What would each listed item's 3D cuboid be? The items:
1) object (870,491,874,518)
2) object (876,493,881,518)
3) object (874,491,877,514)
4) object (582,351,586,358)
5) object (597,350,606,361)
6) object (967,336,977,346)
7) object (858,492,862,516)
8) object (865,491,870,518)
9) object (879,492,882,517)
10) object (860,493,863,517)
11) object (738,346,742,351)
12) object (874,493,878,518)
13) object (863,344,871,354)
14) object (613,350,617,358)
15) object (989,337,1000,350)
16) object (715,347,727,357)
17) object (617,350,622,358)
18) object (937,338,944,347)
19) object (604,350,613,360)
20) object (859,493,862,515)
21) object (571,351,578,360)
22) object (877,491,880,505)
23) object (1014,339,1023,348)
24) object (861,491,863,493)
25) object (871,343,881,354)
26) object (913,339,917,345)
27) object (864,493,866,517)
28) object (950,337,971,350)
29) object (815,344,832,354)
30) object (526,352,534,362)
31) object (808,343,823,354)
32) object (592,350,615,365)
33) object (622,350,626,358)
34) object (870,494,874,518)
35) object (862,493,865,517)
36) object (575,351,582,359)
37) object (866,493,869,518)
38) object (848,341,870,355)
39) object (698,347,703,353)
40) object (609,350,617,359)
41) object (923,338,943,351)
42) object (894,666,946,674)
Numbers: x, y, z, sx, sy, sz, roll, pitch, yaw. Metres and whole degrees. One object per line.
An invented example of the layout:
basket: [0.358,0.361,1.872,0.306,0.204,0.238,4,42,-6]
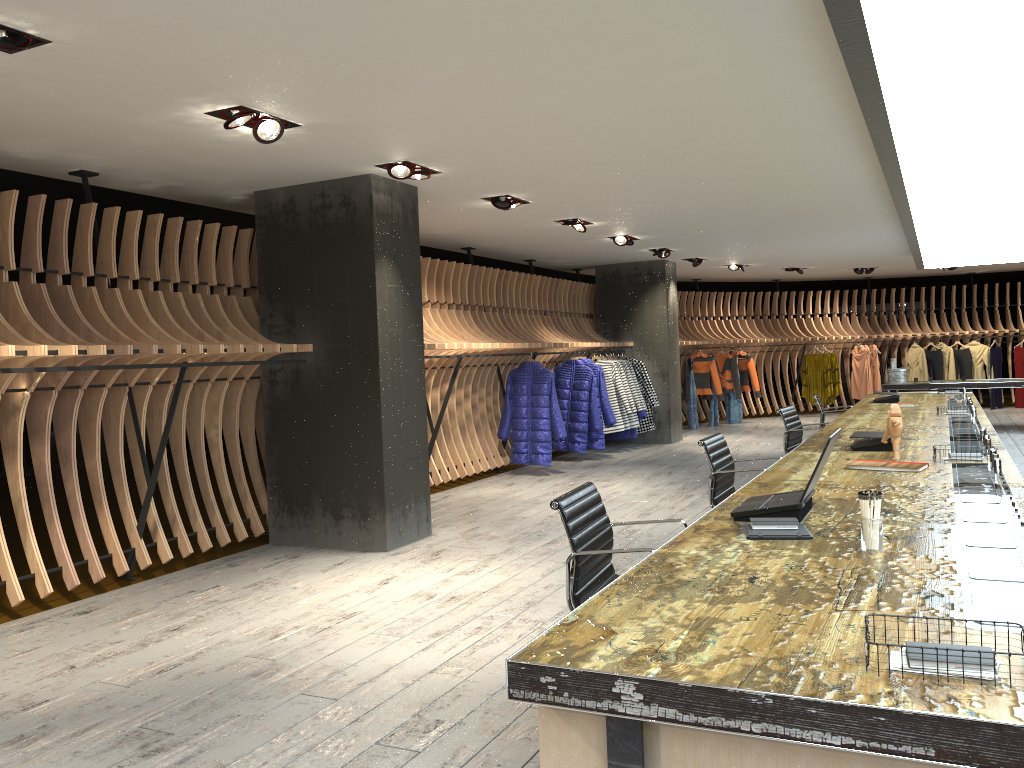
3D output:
object: [1.123,0.418,2.757,0.007,0.170,0.030,-2,1,3]
object: [1.121,0.419,2.722,0.030,0.170,0.007,-2,1,20]
object: [1.129,0.418,2.749,0.007,0.170,0.030,-2,1,29]
object: [0.960,-0.316,11.958,0.525,0.270,0.012,-2,1,26]
object: [1.290,-0.328,12.575,0.517,0.313,0.012,-2,1,26]
object: [9.167,-0.807,17.585,0.012,0.270,0.525,-3,1,-39]
object: [1.089,0.419,2.749,0.030,0.170,0.007,-2,1,-15]
object: [1.114,0.418,2.761,0.007,0.170,0.030,-3,1,-24]
object: [1.127,0.418,2.730,0.030,0.170,0.007,-2,1,-7]
object: [1.087,0.420,2.739,0.030,0.170,0.007,-3,1,-41]
object: [4.296,-0.586,16.674,0.012,0.270,0.525,-3,1,-34]
object: [1.111,0.419,2.719,0.007,0.170,0.030,-3,1,-44]
object: [7.027,-0.725,17.672,0.012,0.270,0.525,-2,1,-4]
object: [1.516,-0.374,13.177,0.525,0.270,0.012,-2,1,26]
object: [9.534,-0.822,17.496,0.525,0.270,0.012,-3,1,-39]
object: [3.856,-0.557,16.358,0.012,0.270,0.525,-3,2,-44]
object: [1.636,-0.352,13.296,0.516,0.316,0.012,-2,1,26]
object: [8.559,-0.783,17.681,0.012,0.270,0.525,-3,1,-19]
object: [1.405,-0.339,12.811,0.517,0.313,0.012,-2,1,26]
object: [1.088,0.420,2.744,0.030,0.170,0.007,-3,1,-27]
object: [0.806,-0.288,11.678,0.523,0.292,0.012,-2,1,26]
object: [1.130,0.418,2.739,0.030,0.170,0.007,-3,1,-34]
object: [10.043,-0.835,17.343,0.012,0.270,0.525,-3,1,-19]
object: [1.104,0.418,2.761,0.030,0.170,0.007,-2,1,39]
object: [7.190,-0.731,17.675,0.012,0.270,0.525,-2,1,-9]
object: [8.052,-0.764,17.711,0.012,0.270,0.525,-2,1,-9]
object: [1.090,0.420,2.729,0.007,0.170,0.030,-2,1,22]
object: [8.860,-0.795,17.627,0.012,0.270,0.525,-3,1,-39]
object: [6.146,-0.681,17.497,0.012,0.270,0.525,-3,1,-34]
object: [0.213,-0.241,10.418,0.525,0.270,0.012,-2,1,26]
object: [5.973,-0.672,17.441,0.012,0.270,0.525,-3,1,-34]
object: [1.187,-0.317,12.363,0.517,0.313,0.012,-2,1,26]
object: [1.715,-0.362,13.467,0.517,0.313,0.012,-2,1,26]
object: [1.101,0.420,2.720,0.007,0.170,0.030,-3,1,-17]
object: [1.088,0.420,2.734,0.007,0.170,0.030,-2,1,37]
object: [0.897,-0.300,11.790,0.523,0.291,0.012,-2,1,26]
object: [1.093,0.420,2.726,0.007,0.170,0.030,-2,1,10]
object: [6.909,-0.719,17.654,0.012,0.270,0.525,-3,1,-29]
object: [3.395,-0.530,15.986,0.525,0.270,0.012,-1,1,41]
object: [1.483,-0.347,12.972,0.517,0.313,0.012,-2,1,26]
object: [8.361,-0.777,17.690,0.012,0.270,0.525,-3,1,-29]
object: [0.853,0.548,1.742,0.176,0.004,0.130,-1,2,31]
